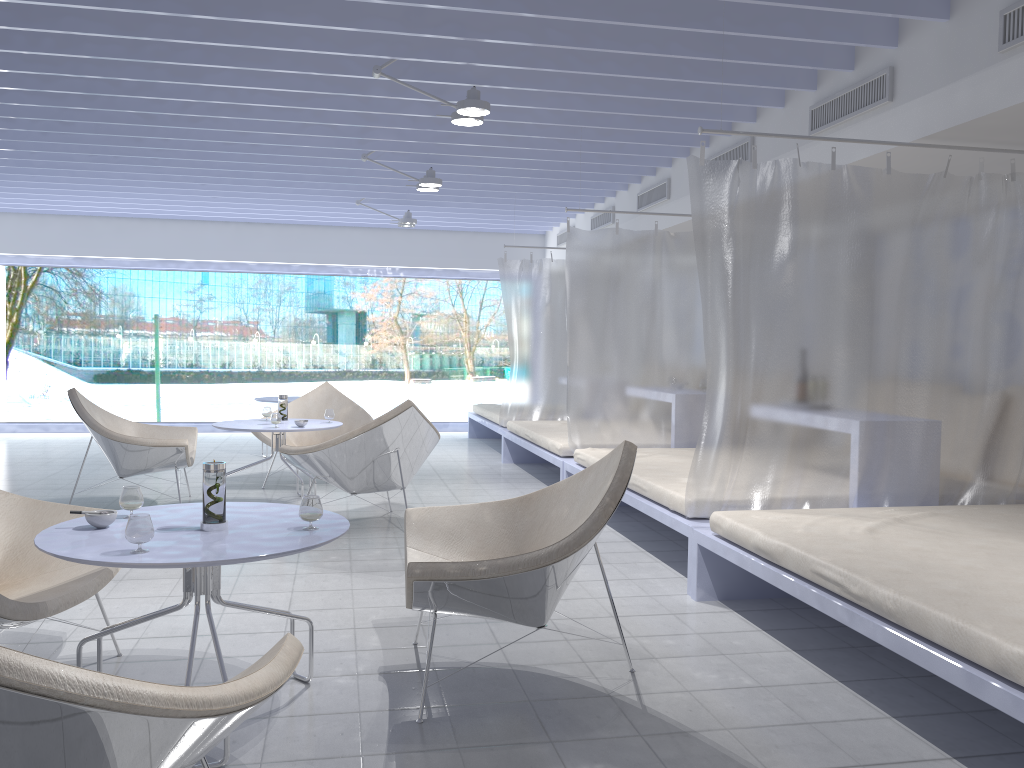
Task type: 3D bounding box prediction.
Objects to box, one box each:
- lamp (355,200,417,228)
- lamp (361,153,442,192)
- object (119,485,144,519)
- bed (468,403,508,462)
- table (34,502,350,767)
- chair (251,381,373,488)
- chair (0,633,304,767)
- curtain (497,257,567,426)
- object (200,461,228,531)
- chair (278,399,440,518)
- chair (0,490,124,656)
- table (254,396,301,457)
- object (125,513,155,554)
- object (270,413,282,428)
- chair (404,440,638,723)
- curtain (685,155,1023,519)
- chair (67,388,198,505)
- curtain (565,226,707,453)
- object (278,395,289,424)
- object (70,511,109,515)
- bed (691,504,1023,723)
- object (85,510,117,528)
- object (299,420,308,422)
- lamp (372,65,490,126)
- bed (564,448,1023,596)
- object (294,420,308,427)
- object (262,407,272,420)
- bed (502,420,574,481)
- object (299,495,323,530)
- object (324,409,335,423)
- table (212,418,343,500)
[{"bbox_3d":[-1.230,-1.670,8.655,0.587,0.218,0.380,0,2,-11],"label":"lamp"},{"bbox_3d":[-0.822,-1.579,6.587,0.587,0.218,0.380,0,2,-11],"label":"lamp"},{"bbox_3d":[-1.123,0.348,2.617,0.068,0.091,0.068,0,3,-21],"label":"object"},{"bbox_3d":[0.695,0.468,9.377,2.022,0.422,2.200,0,2,-11],"label":"bed"},{"bbox_3d":[-0.878,0.669,2.500,0.825,0.534,0.823,-1,3,-34],"label":"table"},{"bbox_3d":[-1.486,0.371,6.792,0.906,0.759,0.753,1,2,-1],"label":"chair"},{"bbox_3d":[-0.874,0.599,1.457,0.906,0.759,0.753,1,2,4],"label":"chair"},{"bbox_3d":[0.857,-0.379,8.248,2.050,1.552,0.151,0,2,-11],"label":"curtain"},{"bbox_3d":[-0.829,0.312,2.471,0.075,0.185,0.075,3,3,42],"label":"object"},{"bbox_3d":[-0.789,0.449,5.145,0.906,0.759,0.753,-1,3,-41],"label":"chair"},{"bbox_3d":[-1.676,0.537,2.670,0.753,0.759,0.906,1,2,6],"label":"chair"},{"bbox_3d":[-2.033,0.407,8.459,0.825,0.534,0.823,3,3,36],"label":"table"},{"bbox_3d":[-0.918,0.368,2.187,0.068,0.091,0.068,0,3,-21],"label":"object"},{"bbox_3d":[-1.458,0.225,5.477,0.068,0.091,0.068,2,2,17],"label":"object"},{"bbox_3d":[0.036,0.556,2.840,0.753,0.759,0.906,1,2,-7],"label":"chair"},{"bbox_3d":[1.711,-0.188,3.918,2.050,1.552,0.151,0,2,-11],"label":"curtain"},{"bbox_3d":[-2.428,0.403,5.647,0.753,0.759,0.906,0,2,-16],"label":"chair"},{"bbox_3d":[1.325,-0.262,6.082,1.998,1.559,0.125,0,2,-13],"label":"curtain"},{"bbox_3d":[-1.497,0.163,5.799,0.075,0.189,0.075,0,2,-19],"label":"object"},{"bbox_3d":[-1.172,0.358,2.461,0.098,0.016,0.012,0,2,-12],"label":"object"},{"bbox_3d":[1.961,0.752,2.879,2.016,0.427,2.200,0,2,-11],"label":"bed"},{"bbox_3d":[-1.141,0.378,2.463,0.082,0.043,0.082,0,2,-10],"label":"object"},{"bbox_3d":[-1.300,0.230,5.522,0.012,0.016,0.098,-1,3,-45],"label":"object"},{"bbox_3d":[-0.418,-1.489,4.538,0.587,0.218,0.380,0,2,-11],"label":"lamp"},{"bbox_3d":[1.549,0.659,5.048,2.022,0.422,2.200,0,2,-11],"label":"bed"},{"bbox_3d":[-1.319,0.249,5.548,0.082,0.043,0.082,-1,3,-43],"label":"object"},{"bbox_3d":[-1.661,0.200,6.010,0.068,0.091,0.068,1,2,11],"label":"object"},{"bbox_3d":[1.107,0.561,7.207,2.016,0.427,2.200,0,2,-11],"label":"bed"},{"bbox_3d":[-0.565,0.361,2.493,0.068,0.091,0.068,0,3,-21],"label":"object"},{"bbox_3d":[-1.211,0.212,5.884,0.068,0.091,0.068,0,2,-19],"label":"object"},{"bbox_3d":[-1.524,0.525,5.785,0.825,0.534,0.823,0,3,-20],"label":"table"}]
